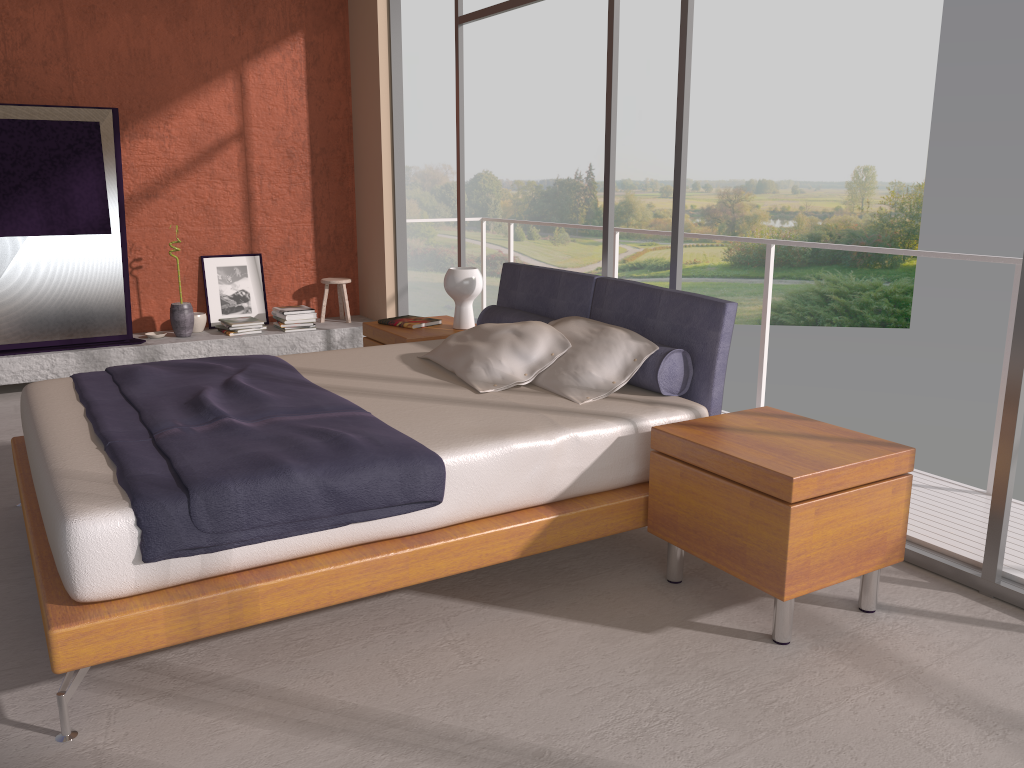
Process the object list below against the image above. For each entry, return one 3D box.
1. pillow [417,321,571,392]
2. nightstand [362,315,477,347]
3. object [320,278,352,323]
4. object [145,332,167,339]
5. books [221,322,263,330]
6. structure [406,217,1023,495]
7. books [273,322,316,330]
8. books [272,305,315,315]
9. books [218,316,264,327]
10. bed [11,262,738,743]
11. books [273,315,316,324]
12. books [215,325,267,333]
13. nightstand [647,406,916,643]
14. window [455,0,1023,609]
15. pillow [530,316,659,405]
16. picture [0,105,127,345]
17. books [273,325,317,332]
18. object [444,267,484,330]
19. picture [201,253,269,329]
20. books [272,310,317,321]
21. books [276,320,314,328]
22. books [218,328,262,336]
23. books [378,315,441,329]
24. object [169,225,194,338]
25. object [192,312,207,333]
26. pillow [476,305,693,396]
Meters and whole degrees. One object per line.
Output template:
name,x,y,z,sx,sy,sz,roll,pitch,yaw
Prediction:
pillow,-0.101,-0.154,3.939,0.431,0.264,0.869,-5,14,-23
nightstand,-0.485,-0.066,5.197,0.562,0.556,0.628,-8,15,-30
object,-1.395,-0.671,7.132,0.260,0.349,0.257,7,15,27
object,-2.578,-0.347,6.422,0.152,0.040,0.152,1,13,4
books,-2.026,-0.446,6.650,0.247,0.025,0.287,-7,15,-28
structure,1.443,-0.099,4.046,0.728,1.005,7.689,-8,15,-30
books,-1.679,-0.458,6.845,0.247,0.018,0.287,-8,15,-30
books,-1.678,-0.568,6.819,0.247,0.025,0.287,-8,15,-30
books,-2.029,-0.468,6.649,0.247,0.018,0.328,-9,16,-33
bed,-0.618,0.108,3.593,2.462,0.959,2.017,-8,15,-30
books,-1.675,-0.505,6.829,0.247,0.027,0.328,-7,15,-29
books,-2.036,-0.427,6.666,0.328,0.018,0.247,12,18,42
nightstand,0.880,0.446,2.996,0.562,0.556,0.628,-8,15,-30
window,1.202,-0.974,3.460,0.075,3.133,6.106,-8,15,-30
pillow,0.242,-0.115,3.731,0.400,0.265,0.791,-7,15,-28
picture,-3.125,-1.024,5.749,1.129,1.496,0.126,-8,15,-30
books,-1.676,-0.440,6.844,0.247,0.018,0.328,-7,15,-29
object,-0.272,-0.485,5.014,0.224,0.338,0.224,-4,14,-19
picture,-2.140,-0.722,6.866,0.458,0.550,0.117,-8,15,-30
books,-1.675,-0.537,6.821,0.247,0.038,0.319,-8,16,-33
books,-1.669,-0.474,6.817,0.247,0.025,0.287,-5,14,-20
books,-2.043,-0.402,6.658,0.247,0.025,0.287,-9,16,-33
books,-0.596,-0.364,5.194,0.287,0.025,0.247,11,17,38
object,-2.394,-0.739,6.378,0.165,0.810,0.165,-2,13,-8
object,-2.384,-0.458,6.654,0.179,0.137,0.180,-4,14,-18
pillow,0.273,-0.182,4.062,0.205,0.201,1.470,-8,15,-30
